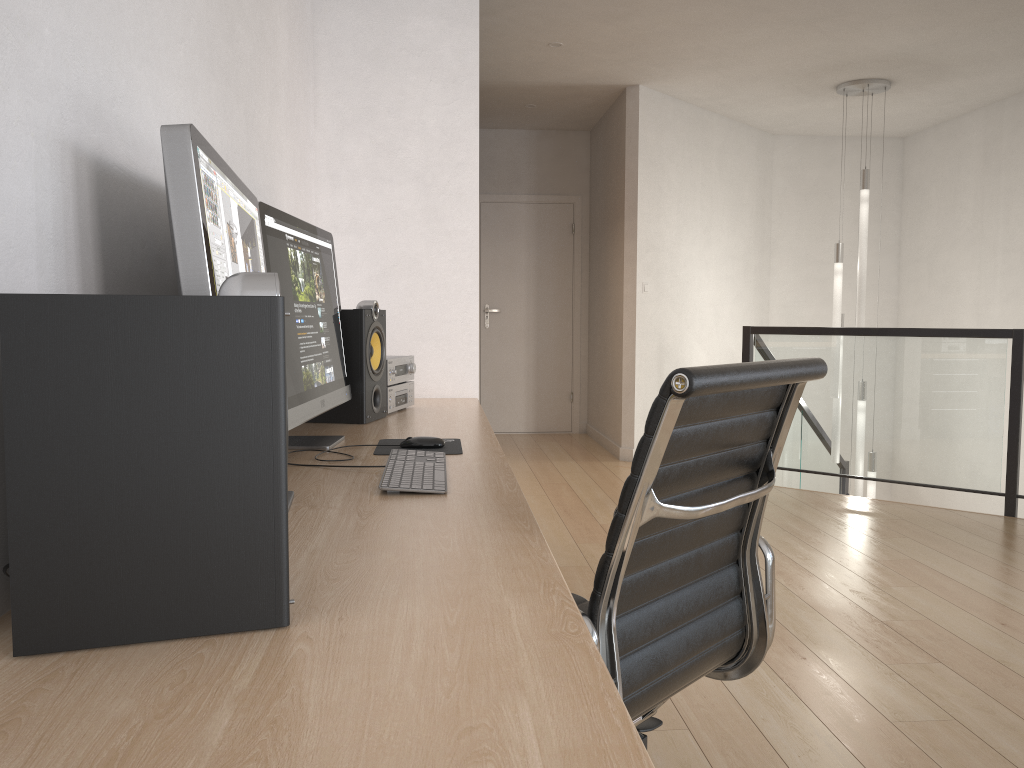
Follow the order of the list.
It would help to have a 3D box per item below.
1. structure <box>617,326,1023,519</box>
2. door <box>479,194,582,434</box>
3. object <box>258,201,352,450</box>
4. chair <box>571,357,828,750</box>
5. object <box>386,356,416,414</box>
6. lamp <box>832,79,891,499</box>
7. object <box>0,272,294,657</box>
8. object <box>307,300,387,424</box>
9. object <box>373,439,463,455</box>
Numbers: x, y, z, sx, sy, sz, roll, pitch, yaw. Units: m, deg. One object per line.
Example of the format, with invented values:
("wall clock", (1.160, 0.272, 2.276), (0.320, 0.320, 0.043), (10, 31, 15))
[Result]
("structure", (3.234, 1.778, 6.107), (4.190, 4.339, 2.823), (4, 6, 40))
("door", (0.133, -0.612, 7.939), (0.974, 2.136, 0.085), (0, 4, -5))
("object", (-0.513, -0.122, 2.120), (0.190, 0.535, 0.716), (0, 4, 0))
("chair", (0.126, 0.447, 1.513), (0.664, 0.991, 0.699), (-4, 6, -44))
("object", (-0.477, -0.001, 2.895), (0.270, 0.174, 0.285), (1, 4, 10))
("lamp", (2.489, -1.259, 6.353), (0.359, 6.725, 0.359), (3, 5, 32))
("object", (-0.363, 0.061, 0.916), (0.249, 0.354, 0.198), (-1, 5, -20))
("object", (-0.515, -0.070, 2.626), (0.249, 0.354, 0.198), (1, 4, 10))
("object", (-0.220, 0.148, 2.098), (0.200, 0.002, 0.250), (0, 4, -5))
